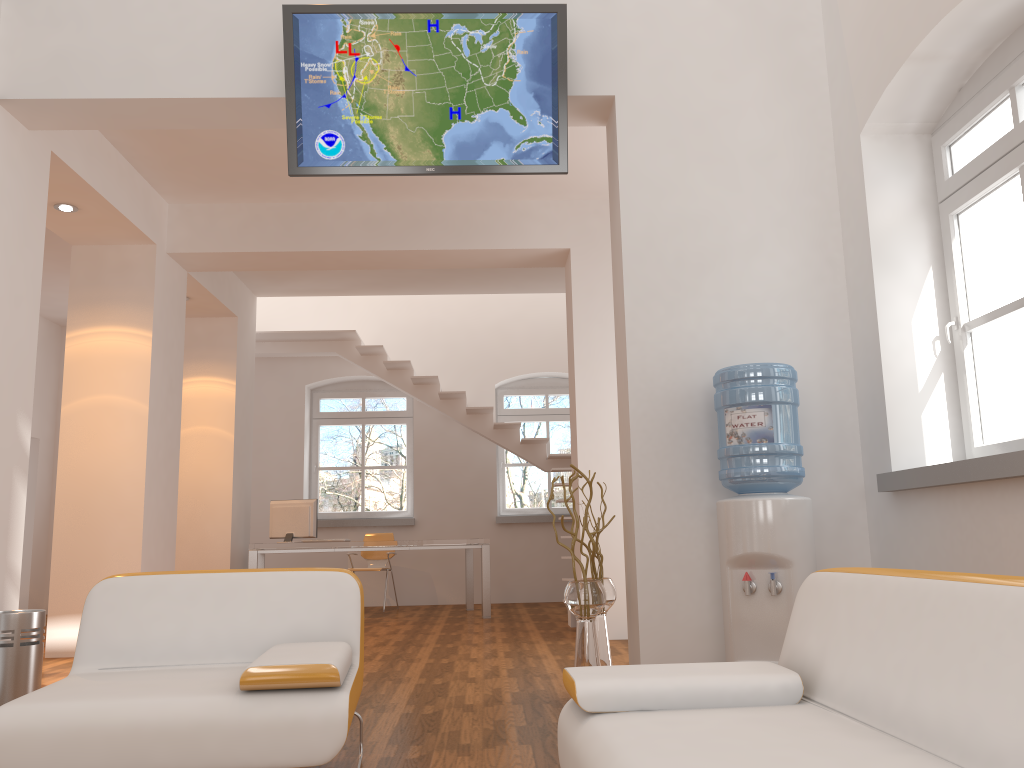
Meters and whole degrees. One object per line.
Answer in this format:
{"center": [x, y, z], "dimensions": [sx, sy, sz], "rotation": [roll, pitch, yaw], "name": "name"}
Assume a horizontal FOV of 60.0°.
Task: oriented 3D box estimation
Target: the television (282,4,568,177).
{"center": [-0.419, -1.452, 4.396], "dimensions": [1.388, 0.803, 0.266], "rotation": [-1, -10, -2], "name": "television"}

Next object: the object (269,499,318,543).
{"center": [-2.167, 1.336, 8.634], "dimensions": [0.516, 0.418, 0.245], "rotation": [-6, -11, 27], "name": "object"}

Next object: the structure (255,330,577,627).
{"center": [-0.766, 0.787, 8.891], "dimensions": [4.630, 3.042, 3.450], "rotation": [-1, -10, -2], "name": "structure"}

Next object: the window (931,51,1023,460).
{"center": [2.051, -0.508, 3.481], "dimensions": [0.142, 1.627, 1.302], "rotation": [-1, -10, -2], "name": "window"}

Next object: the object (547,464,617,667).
{"center": [0.392, 0.959, 4.438], "dimensions": [0.284, 1.112, 0.655], "rotation": [-5, -10, 19], "name": "object"}

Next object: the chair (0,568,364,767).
{"center": [-0.938, 0.917, 2.721], "dimensions": [0.923, 0.661, 0.825], "rotation": [0, -10, -7], "name": "chair"}

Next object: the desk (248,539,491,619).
{"center": [-1.413, 1.941, 8.801], "dimensions": [2.239, 0.750, 1.092], "rotation": [1, -10, -12], "name": "desk"}

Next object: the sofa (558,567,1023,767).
{"center": [0.581, 0.647, 1.349], "dimensions": [0.825, 0.661, 2.010], "rotation": [-1, -10, -3], "name": "sofa"}

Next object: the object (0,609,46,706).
{"center": [-2.404, 1.329, 4.281], "dimensions": [0.248, 0.450, 0.248], "rotation": [-10, -13, 41], "name": "object"}

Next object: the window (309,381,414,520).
{"center": [-1.844, 0.815, 10.960], "dimensions": [1.308, 1.737, 0.142], "rotation": [-1, -10, -2], "name": "window"}

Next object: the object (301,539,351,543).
{"center": [-1.891, 1.594, 9.024], "dimensions": [0.467, 0.031, 0.200], "rotation": [-3, -10, 8], "name": "object"}

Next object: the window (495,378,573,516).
{"center": [0.447, 0.777, 11.035], "dimensions": [1.308, 1.737, 0.142], "rotation": [-1, -10, -2], "name": "window"}

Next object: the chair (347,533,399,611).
{"center": [-1.535, 2.058, 9.742], "dimensions": [0.495, 0.829, 0.464], "rotation": [-4, -10, 13], "name": "chair"}

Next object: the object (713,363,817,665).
{"center": [1.132, 0.668, 3.962], "dimensions": [0.436, 1.490, 0.436], "rotation": [2, -10, -16], "name": "object"}
